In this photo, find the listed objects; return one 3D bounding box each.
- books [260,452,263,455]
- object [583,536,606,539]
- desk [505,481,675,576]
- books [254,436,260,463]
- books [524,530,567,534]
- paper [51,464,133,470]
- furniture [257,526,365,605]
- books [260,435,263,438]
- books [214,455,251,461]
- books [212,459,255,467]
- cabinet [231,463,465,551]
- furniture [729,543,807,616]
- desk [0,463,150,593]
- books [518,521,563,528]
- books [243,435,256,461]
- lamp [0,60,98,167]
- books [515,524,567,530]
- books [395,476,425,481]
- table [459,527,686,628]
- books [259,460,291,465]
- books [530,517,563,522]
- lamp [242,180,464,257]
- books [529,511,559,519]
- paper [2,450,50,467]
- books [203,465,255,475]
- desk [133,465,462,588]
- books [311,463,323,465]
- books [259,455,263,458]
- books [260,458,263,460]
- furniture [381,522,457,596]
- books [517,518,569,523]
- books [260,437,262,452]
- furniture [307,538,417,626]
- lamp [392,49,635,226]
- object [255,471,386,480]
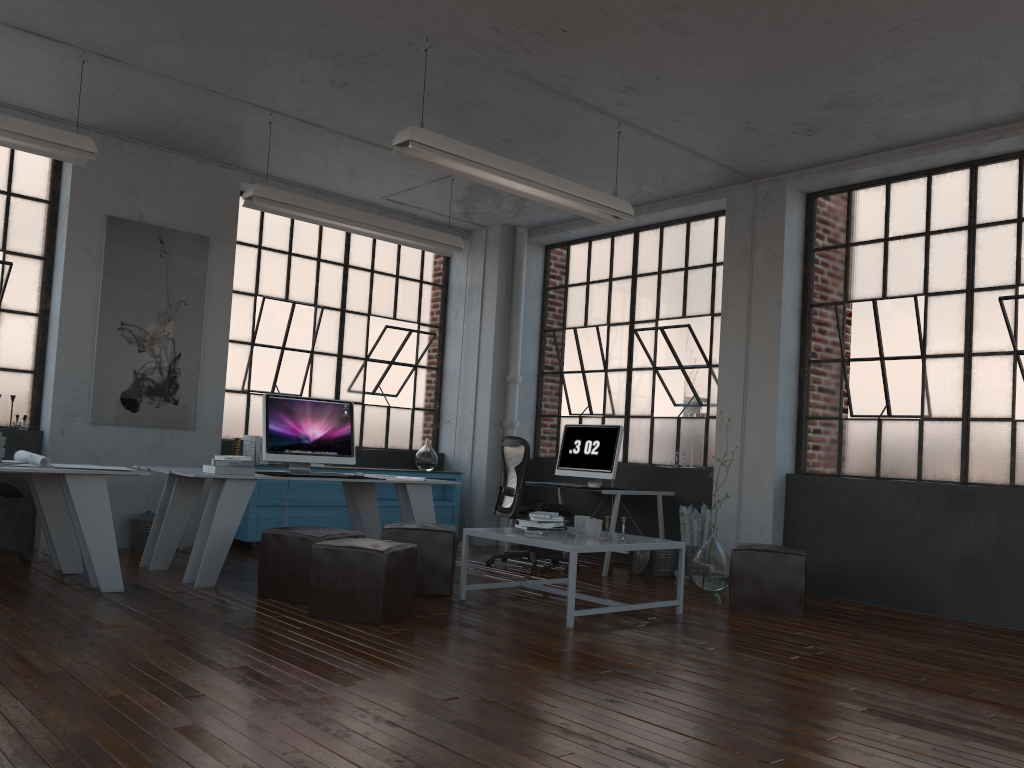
[{"bbox_3d":[-2.041,0.612,7.717,0.240,0.028,0.191,7,-6,-39],"label":"books"},{"bbox_3d":[0.503,0.939,5.414,0.137,0.003,0.137,5,-5,-21],"label":"object"},{"bbox_3d":[0.638,1.248,7.824,0.934,0.687,1.227,7,-6,-41],"label":"desk"},{"bbox_3d":[-2.271,0.574,7.805,0.053,0.240,0.172,6,-4,-41],"label":"books"},{"bbox_3d":[0.212,0.927,5.596,0.218,0.028,0.171,7,-6,-41],"label":"books"},{"bbox_3d":[-2.518,0.498,5.319,0.429,0.001,0.485,6,-5,-31],"label":"paper"},{"bbox_3d":[-1.203,1.085,5.342,0.480,0.438,0.480,1,-4,27],"label":"furniture"},{"bbox_3d":[-2.152,0.593,7.918,0.170,0.284,0.176,6,-5,-41],"label":"books"},{"bbox_3d":[-1.827,0.484,5.797,0.185,0.030,0.153,7,-6,-41],"label":"books"},{"bbox_3d":[-1.820,0.515,5.783,0.257,0.044,0.193,5,-5,-21],"label":"books"},{"bbox_3d":[-1.541,1.145,8.283,2.266,0.732,0.627,7,-5,-41],"label":"cabinet"},{"bbox_3d":[1.718,1.314,5.966,0.502,0.460,0.504,2,-4,16],"label":"furniture"},{"bbox_3d":[-3.259,0.777,4.901,2.059,0.696,1.064,7,-6,-41],"label":"desk"},{"bbox_3d":[0.184,0.879,5.586,0.200,0.031,0.272,1,-5,23],"label":"books"},{"bbox_3d":[-2.309,0.570,7.785,0.032,0.238,0.172,6,-4,-41],"label":"books"},{"bbox_3d":[-3.283,-1.769,4.900,1.880,0.627,0.202,7,-5,-41],"label":"lamp"},{"bbox_3d":[0.181,0.902,5.584,0.274,0.025,0.210,5,-5,-22],"label":"books"},{"bbox_3d":[-0.761,0.710,6.653,0.205,0.019,0.244,3,-5,-2],"label":"books"},{"bbox_3d":[0.374,1.165,5.527,0.993,0.444,0.972,7,-6,-41],"label":"table"},{"bbox_3d":[-2.040,0.688,7.720,0.259,0.032,0.191,7,-6,-39],"label":"books"},{"bbox_3d":[0.216,0.845,5.569,0.185,0.026,0.125,4,-5,-12],"label":"books"},{"bbox_3d":[-1.145,-1.267,6.805,1.880,0.205,0.202,7,-6,-41],"label":"lamp"},{"bbox_3d":[0.200,0.820,5.557,0.141,0.026,0.202,2,-5,18],"label":"books"},{"bbox_3d":[-3.281,0.407,5.132,1.076,0.105,0.975,7,-6,-41],"label":"paper"},{"bbox_3d":[-1.849,0.561,5.788,0.272,0.050,0.200,7,-6,-41],"label":"books"},{"bbox_3d":[-1.532,1.005,6.441,2.080,0.703,1.075,7,-6,-41],"label":"desk"},{"bbox_3d":[-1.837,0.709,7.896,0.248,0.014,0.187,8,-6,-43],"label":"books"},{"bbox_3d":[-2.038,0.638,7.724,0.259,0.023,0.212,7,-6,-41],"label":"books"},{"bbox_3d":[-2.040,0.660,7.711,0.242,0.023,0.191,8,-6,-43],"label":"books"},{"bbox_3d":[-0.621,1.151,5.862,0.503,0.460,0.504,4,-4,-3],"label":"furniture"},{"bbox_3d":[0.194,0.861,5.591,0.275,0.014,0.200,7,-6,-41],"label":"books"},{"bbox_3d":[-2.251,0.587,7.826,0.045,0.239,0.152,6,-4,-41],"label":"books"},{"bbox_3d":[-0.812,1.074,4.868,0.471,0.430,0.471,2,-4,17],"label":"furniture"},{"bbox_3d":[0.099,-1.503,5.515,1.880,0.627,0.202,7,-5,-41],"label":"lamp"},{"bbox_3d":[-1.426,0.651,6.318,0.849,0.008,0.687,7,-6,-40],"label":"object"}]
